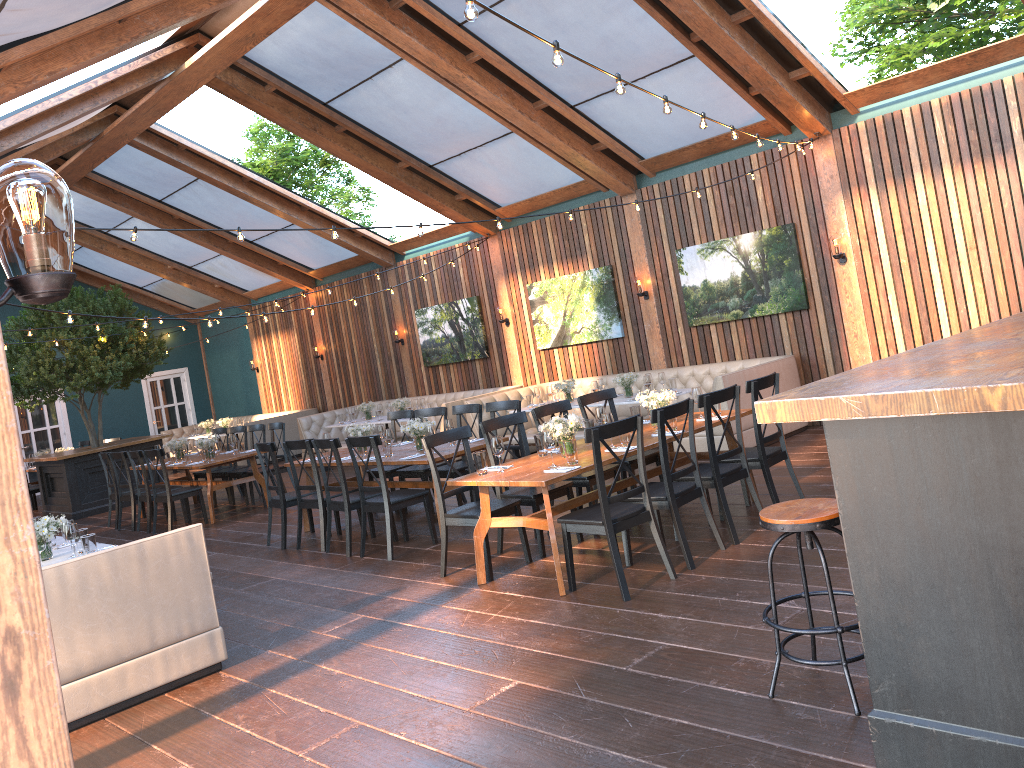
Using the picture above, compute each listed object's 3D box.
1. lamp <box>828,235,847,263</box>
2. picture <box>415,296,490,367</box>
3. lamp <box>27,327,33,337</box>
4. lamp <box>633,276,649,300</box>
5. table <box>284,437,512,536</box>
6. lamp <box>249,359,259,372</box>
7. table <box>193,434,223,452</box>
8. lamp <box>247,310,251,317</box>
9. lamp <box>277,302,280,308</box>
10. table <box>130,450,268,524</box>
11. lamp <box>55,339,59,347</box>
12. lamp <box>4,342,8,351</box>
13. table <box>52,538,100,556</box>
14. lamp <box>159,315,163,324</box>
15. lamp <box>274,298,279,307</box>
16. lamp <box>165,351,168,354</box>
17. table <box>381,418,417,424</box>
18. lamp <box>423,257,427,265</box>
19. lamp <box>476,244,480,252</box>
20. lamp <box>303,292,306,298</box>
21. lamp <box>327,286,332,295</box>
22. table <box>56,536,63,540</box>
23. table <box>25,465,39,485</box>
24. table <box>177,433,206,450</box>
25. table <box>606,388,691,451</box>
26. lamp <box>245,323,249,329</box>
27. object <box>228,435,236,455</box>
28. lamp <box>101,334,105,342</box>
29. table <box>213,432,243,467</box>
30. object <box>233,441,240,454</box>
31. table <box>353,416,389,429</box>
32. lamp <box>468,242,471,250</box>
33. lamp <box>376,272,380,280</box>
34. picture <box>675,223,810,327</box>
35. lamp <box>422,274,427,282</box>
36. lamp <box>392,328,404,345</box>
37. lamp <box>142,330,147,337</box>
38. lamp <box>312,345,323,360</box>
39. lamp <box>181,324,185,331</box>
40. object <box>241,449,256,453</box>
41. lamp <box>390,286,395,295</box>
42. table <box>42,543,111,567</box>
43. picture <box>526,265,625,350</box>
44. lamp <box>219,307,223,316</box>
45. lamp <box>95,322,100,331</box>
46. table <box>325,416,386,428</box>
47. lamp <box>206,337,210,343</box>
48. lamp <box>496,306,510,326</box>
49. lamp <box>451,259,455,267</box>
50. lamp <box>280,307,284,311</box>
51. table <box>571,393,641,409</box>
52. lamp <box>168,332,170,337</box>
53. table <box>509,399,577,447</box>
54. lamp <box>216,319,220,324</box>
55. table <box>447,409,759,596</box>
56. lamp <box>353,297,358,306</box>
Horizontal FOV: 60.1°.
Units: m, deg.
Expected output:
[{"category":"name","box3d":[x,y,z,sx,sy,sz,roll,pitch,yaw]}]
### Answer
[{"category":"lamp","box3d":[3.561,-1.476,9.682,0.179,0.320,0.145,-10,0,-43]},{"category":"picture","box3d":[-1.020,-0.850,14.671,0.065,0.998,1.641,-9,1,-43]},{"category":"lamp","box3d":[-5.964,-0.642,10.939,0.057,0.121,0.056,-10,0,-34]},{"category":"lamp","box3d":[1.700,-1.263,11.677,0.179,0.320,0.145,-10,0,-43]},{"category":"table","box3d":[-1.129,1.011,8.564,0.956,0.730,2.418,-12,3,-43]},{"category":"lamp","box3d":[-5.744,-0.408,19.653,0.179,0.320,0.145,-10,0,-43]},{"category":"table","box3d":[-6.051,1.350,18.434,0.803,0.672,0.794,-11,2,-43]},{"category":"lamp","box3d":[-4.846,-1.300,16.293,0.056,0.121,0.056,-10,0,29]},{"category":"lamp","box3d":[-4.473,-1.520,16.930,0.064,0.118,0.056,-10,0,-34]},{"category":"table","box3d":[-4.182,1.362,11.836,0.956,0.730,2.418,-12,3,-43]},{"category":"lamp","box3d":[-6.690,-0.608,13.000,0.056,0.121,0.056,-10,0,27]},{"category":"lamp","box3d":[-7.067,-0.523,12.338,0.056,0.120,0.057,-10,0,34]},{"category":"table","box3d":[-3.450,1.567,6.373,0.803,0.672,0.794,-11,2,-43]},{"category":"lamp","box3d":[-4.618,-0.848,11.627,0.056,0.121,0.056,-10,0,22]},{"category":"lamp","box3d":[-3.287,-1.133,12.321,0.056,0.117,0.067,-10,0,10]},{"category":"lamp","box3d":[-6.487,-0.614,16.611,0.056,0.121,0.056,-10,0,23]},{"category":"table","box3d":[-1.396,0.815,13.446,0.803,0.672,0.794,-11,2,-44]},{"category":"lamp","box3d":[-1.305,-1.848,13.270,0.056,0.120,0.056,-10,0,-1]},{"category":"lamp","box3d":[-0.518,-2.065,13.401,0.056,0.119,0.063,-10,0,30]},{"category":"lamp","box3d":[-4.127,-1.774,17.581,0.056,0.120,0.056,-10,0,-14]},{"category":"lamp","box3d":[-2.609,-1.336,12.640,0.056,0.121,0.056,-10,0,-22]},{"category":"table","box3d":[-4.003,1.630,6.965,0.803,0.672,0.794,-11,2,-44]},{"category":"table","box3d":[-8.328,1.838,16.278,0.956,0.730,2.418,-12,3,-43]},{"category":"table","box3d":[-6.603,1.413,19.026,0.803,0.672,0.794,-11,2,-44]},{"category":"table","box3d":[1.663,0.464,10.168,0.803,0.672,0.794,-11,2,-44]},{"category":"lamp","box3d":[-5.161,-1.127,17.215,0.065,0.118,0.057,-10,0,23]},{"category":"object","box3d":[-3.605,0.790,11.421,0.092,0.244,0.092,-10,0,-18]},{"category":"lamp","box3d":[-6.326,-0.708,13.669,0.056,0.121,0.056,-10,0,-18]},{"category":"table","box3d":[-5.499,1.287,17.842,0.803,0.672,0.794,-11,2,-44]},{"category":"object","box3d":[-3.584,0.824,11.517,0.092,0.158,0.091,-10,0,-7]},{"category":"table","box3d":[-1.948,0.879,14.037,0.803,0.672,0.794,-11,2,-43]},{"category":"lamp","box3d":[-0.660,-2.116,13.574,0.056,0.121,0.056,-10,0,-22]},{"category":"lamp","box3d":[-1.965,-1.581,12.969,0.056,0.119,0.064,-10,0,40]},{"category":"picture","box3d":[2.734,-1.282,10.667,0.065,0.998,1.641,-9,1,-43]},{"category":"lamp","box3d":[-1.203,-1.460,12.146,0.071,0.116,0.056,-10,0,-21]},{"category":"lamp","box3d":[-2.025,-0.835,15.668,0.179,0.320,0.145,-10,0,-43]},{"category":"lamp","box3d":[-5.943,-0.824,14.322,0.056,0.119,0.060,-10,0,32]},{"category":"lamp","box3d":[-3.884,-0.621,17.659,0.179,0.320,0.145,-10,0,-43]},{"category":"lamp","box3d":[-5.566,-0.958,14.979,0.060,0.119,0.056,-10,0,-19]},{"category":"object","box3d":[-3.417,0.871,11.427,0.256,0.019,0.156,-13,4,-43]},{"category":"lamp","box3d":[-1.560,-1.217,11.502,0.056,0.121,0.056,-10,0,-15]},{"category":"table","box3d":[-2.898,1.503,5.782,0.803,0.672,0.794,-11,2,-44]},{"category":"picture","box3d":[0.873,-1.068,12.652,0.065,0.998,1.641,-9,1,-43]},{"category":"lamp","box3d":[-3.945,-0.980,11.971,0.056,0.121,0.056,-10,0,-28]},{"category":"lamp","box3d":[-5.291,-0.734,11.292,0.056,0.121,0.056,-10,0,-2]},{"category":"table","box3d":[-2.500,0.942,14.629,0.803,0.672,0.794,-11,2,-44]},{"category":"lamp","box3d":[-5.814,-0.846,16.913,0.056,0.121,0.056,-10,0,24]},{"category":"lamp","box3d":[-0.151,-1.050,13.659,0.179,0.320,0.145,-10,0,-43]},{"category":"lamp","box3d":[-0.852,-1.744,12.778,0.061,0.119,0.056,-10,0,-21]},{"category":"lamp","box3d":[-4.545,-1.473,17.511,0.074,0.115,0.056,-10,0,-37]},{"category":"table","box3d":[1.111,0.528,10.760,0.803,0.672,0.794,-11,2,-43]},{"category":"lamp","box3d":[-8.165,-1.174,21.053,0.056,0.121,0.056,-10,0,29]},{"category":"table","box3d":[0.559,0.591,11.352,0.803,0.672,0.794,-11,2,-44]},{"category":"lamp","box3d":[-5.199,-1.114,15.630,0.067,0.117,0.057,-10,0,44]},{"category":"table","box3d":[0.805,0.787,6.528,2.446,0.730,0.945,-13,3,-43]},{"category":"lamp","box3d":[-1.924,-1.013,10.851,0.056,0.121,0.056,-10,0,34]}]
